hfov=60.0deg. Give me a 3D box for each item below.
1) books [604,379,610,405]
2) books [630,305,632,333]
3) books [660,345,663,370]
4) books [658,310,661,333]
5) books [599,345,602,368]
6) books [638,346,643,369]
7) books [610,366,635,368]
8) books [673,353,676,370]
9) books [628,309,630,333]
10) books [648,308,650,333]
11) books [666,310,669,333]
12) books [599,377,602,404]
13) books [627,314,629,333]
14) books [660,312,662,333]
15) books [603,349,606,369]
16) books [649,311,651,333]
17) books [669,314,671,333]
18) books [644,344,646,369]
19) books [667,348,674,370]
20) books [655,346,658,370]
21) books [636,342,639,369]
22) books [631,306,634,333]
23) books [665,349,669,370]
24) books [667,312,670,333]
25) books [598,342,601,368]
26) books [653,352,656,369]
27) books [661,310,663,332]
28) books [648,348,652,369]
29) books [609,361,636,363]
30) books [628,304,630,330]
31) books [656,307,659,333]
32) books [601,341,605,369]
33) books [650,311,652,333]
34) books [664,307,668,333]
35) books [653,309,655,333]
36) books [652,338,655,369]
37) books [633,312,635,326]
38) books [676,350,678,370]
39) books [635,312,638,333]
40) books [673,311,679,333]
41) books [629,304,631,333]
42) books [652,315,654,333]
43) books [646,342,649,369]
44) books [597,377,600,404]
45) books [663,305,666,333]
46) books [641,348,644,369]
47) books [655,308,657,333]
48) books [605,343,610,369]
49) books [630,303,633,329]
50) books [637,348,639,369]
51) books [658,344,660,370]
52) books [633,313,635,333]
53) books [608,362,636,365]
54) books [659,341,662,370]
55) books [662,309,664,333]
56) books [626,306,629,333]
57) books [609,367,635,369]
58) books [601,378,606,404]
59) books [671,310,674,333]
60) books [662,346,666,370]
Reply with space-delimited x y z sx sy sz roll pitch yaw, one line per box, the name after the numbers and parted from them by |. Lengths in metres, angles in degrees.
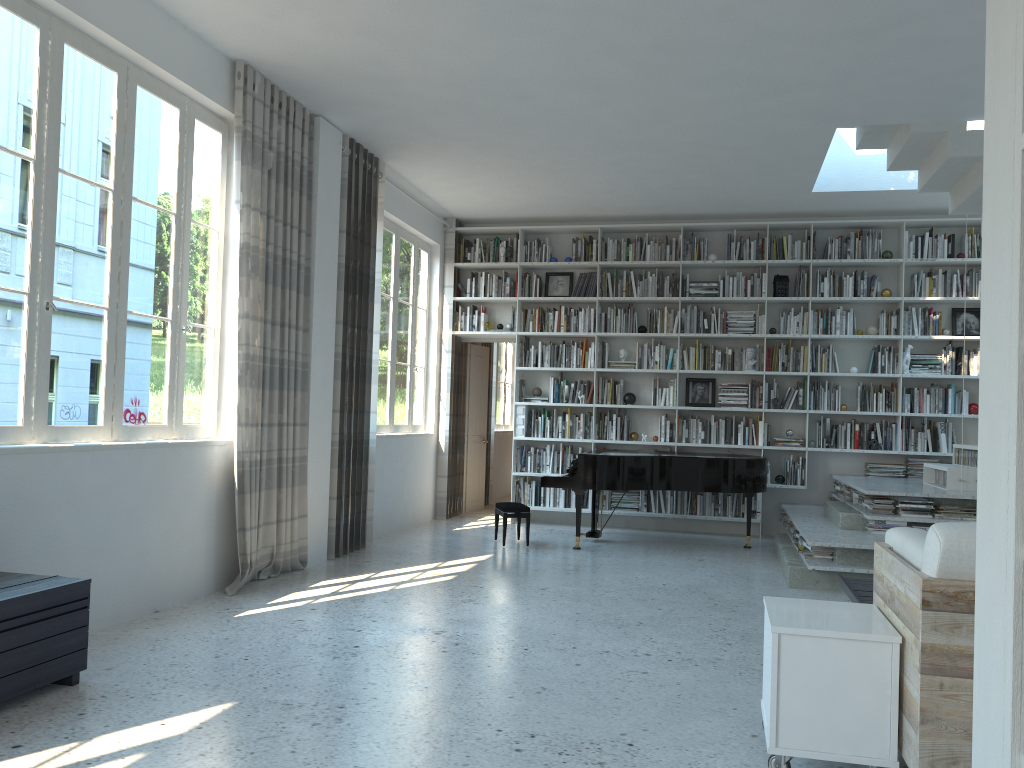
0.990 0.087 9.284 0.036 0.263 0.166 2 -2 13 | books
1.250 -0.664 9.255 0.005 0.305 0.162 2 -2 13 | books
1.550 -0.266 9.158 0.023 0.259 0.170 2 -2 13 | books
1.526 -0.628 9.159 0.013 0.243 0.189 2 -2 13 | books
0.936 -0.279 9.315 0.024 0.257 0.134 2 -2 13 | books
1.335 -0.265 9.204 0.030 0.247 0.174 2 -2 13 | books
1.153 -0.176 9.257 0.254 0.012 0.161 1 -2 9 | books
1.682 -0.223 9.141 0.027 0.181 0.142 2 -2 13 | books
1.230 -0.643 9.250 0.010 0.261 0.158 2 -2 13 | books
1.425 -0.645 9.224 0.012 0.276 0.129 2 -2 13 | books
1.609 -0.631 9.164 0.010 0.257 0.140 2 -2 13 | books
0.936 0.075 9.300 0.025 0.284 0.145 2 -2 13 | books
1.220 -0.620 9.271 0.012 0.217 0.133 2 -2 13 | books
1.546 -0.623 9.192 0.011 0.236 0.130 2 -2 13 | books
0.975 -0.254 9.312 0.034 0.209 0.136 2 -2 13 | books
1.431 -0.629 9.194 0.005 0.240 0.173 2 -2 13 | books
1.636 -0.610 9.161 0.024 0.216 0.142 2 -2 13 | books
1.387 -0.273 9.206 0.022 0.267 0.151 2 -2 13 | books
1.636 -0.248 9.134 0.060 0.227 0.179 1 -2 13 | books
1.502 -0.261 9.170 0.028 0.247 0.170 2 -2 13 | books
1.307 -0.284 9.217 0.012 0.285 0.159 2 -2 13 | books
1.257 -0.655 9.231 0.011 0.287 0.189 2 -2 13 | books
1.599 -0.244 9.167 0.026 0.219 0.150 2 -2 13 | books
1.619 -0.617 9.165 0.011 0.229 0.166 2 -2 13 | books
0.920 -0.293 9.325 0.012 0.285 0.159 2 -2 13 | books
1.480 -0.232 9.193 0.025 0.189 0.140 2 -2 13 | books
1.556 -0.632 9.177 0.017 0.253 0.139 2 -2 13 | books
1.434 -0.251 9.199 0.048 0.224 0.149 1 -2 13 | books
1.155 -0.224 9.257 0.285 0.012 0.159 1 -2 9 | books
1.226 -0.672 9.259 0.004 0.321 0.153 2 -2 13 | books
1.512 -0.649 9.198 0.033 0.287 0.155 2 -2 13 | books
0.957 -0.298 9.328 0.011 0.298 0.135 2 -2 13 | books
1.446 -0.626 9.181 0.005 0.236 0.178 2 -2 13 | books
1.592 -0.646 9.161 0.022 0.284 0.190 2 -2 13 | books
1.481 -0.640 9.205 0.009 0.266 0.149 2 -2 13 | books
1.462 -0.303 9.185 0.010 0.329 0.173 2 -2 13 | books
1.273 -0.628 9.261 0.009 0.236 0.134 2 -2 13 | books
1.709 -0.240 9.138 0.026 0.217 0.126 2 -2 13 | books
1.303 -0.625 9.238 0.031 0.232 0.148 2 -2 13 | books
1.694 -0.620 9.115 0.064 0.237 0.209 1 -2 13 | books
1.241 -0.669 9.261 0.005 0.316 0.157 2 -2 13 | books
1.468 -0.607 9.198 0.011 0.200 0.162 2 -2 13 | books
1.402 -0.283 9.191 0.012 0.286 0.167 2 -2 13 | books
0.909 0.074 9.316 0.012 0.285 0.159 2 -2 13 | books
1.577 -0.657 9.168 0.006 0.303 0.165 2 -2 13 | books
1.368 -0.253 9.225 0.024 0.227 0.137 2 -2 13 | books
1.491 -0.644 9.192 0.005 0.275 0.157 2 -2 13 | books
1.002 -0.287 9.301 0.021 0.277 0.136 2 -2 13 | books
1.246 -0.676 9.257 0.005 0.331 0.161 2 -2 13 | books
1.320 -0.257 9.226 0.010 0.232 0.154 2 -2 13 | books
1.520 -0.270 9.156 0.012 0.265 0.193 2 -2 13 | books
1.281 -0.619 9.252 0.012 0.218 0.151 2 -2 13 | books
1.156 -0.212 9.262 0.285 0.012 0.159 1 -2 15 | books
1.534 -0.287 9.162 0.011 0.300 0.178 2 -2 13 | books
1.567 -0.637 9.174 0.004 0.265 0.142 2 -2 13 | books
1.204 -0.658 9.250 0.011 0.291 0.176 2 -2 13 | books
1.155 -0.163 9.265 0.254 0.012 0.161 1 -2 13 | books
0.962 0.080 9.299 0.026 0.275 0.154 2 -2 13 | books
1.657 -0.630 9.147 0.022 0.257 0.155 2 -2 13 | books
1.576 -0.263 9.173 0.022 0.256 0.152 2 -2 13 | books
